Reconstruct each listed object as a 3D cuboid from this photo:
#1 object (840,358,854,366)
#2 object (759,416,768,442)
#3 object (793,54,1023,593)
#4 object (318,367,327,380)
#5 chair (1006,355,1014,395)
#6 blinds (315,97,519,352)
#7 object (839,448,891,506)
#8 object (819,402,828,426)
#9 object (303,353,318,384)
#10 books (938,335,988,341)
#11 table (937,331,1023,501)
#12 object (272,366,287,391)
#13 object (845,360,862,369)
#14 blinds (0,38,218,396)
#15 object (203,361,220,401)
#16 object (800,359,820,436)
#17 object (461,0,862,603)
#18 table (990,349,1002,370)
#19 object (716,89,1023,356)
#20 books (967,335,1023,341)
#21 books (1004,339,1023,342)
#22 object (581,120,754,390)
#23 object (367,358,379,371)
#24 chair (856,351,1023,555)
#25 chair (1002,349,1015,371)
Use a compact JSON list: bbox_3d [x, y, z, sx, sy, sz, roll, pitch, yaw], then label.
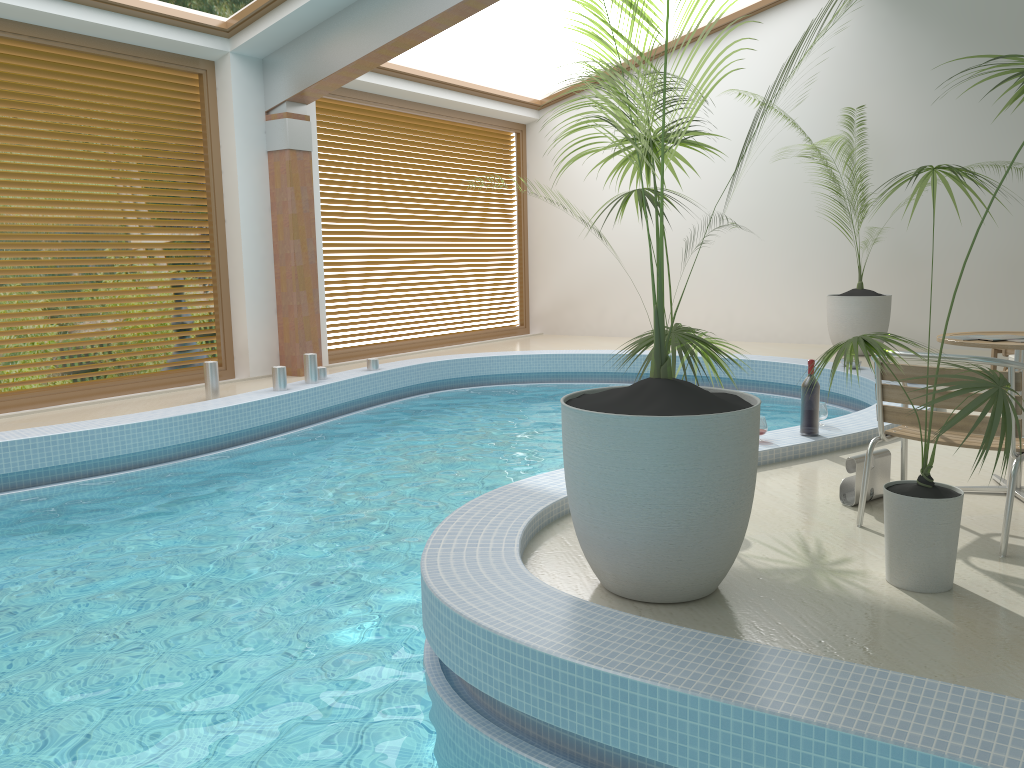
[{"bbox_3d":[3.060,-0.195,8.075,0.140,0.069,0.140,-1,8,3],"label":"object"},{"bbox_3d":[1.378,0.250,4.962,0.102,0.137,0.102,6,11,42],"label":"object"},{"bbox_3d":[1.456,-0.161,2.883,0.791,1.695,1.059,-4,9,-20],"label":"object"},{"bbox_3d":[-1.718,-0.097,7.950,0.115,0.107,0.115,-2,8,-7],"label":"object"},{"bbox_3d":[4.101,-0.140,5.278,1.903,0.866,0.861,1,8,12],"label":"chair"},{"bbox_3d":[-1.192,-1.946,11.309,0.095,2.921,4.414,4,10,34],"label":"blinds"},{"bbox_3d":[1.599,0.418,4.011,0.272,0.223,0.081,-7,10,-35],"label":"object"},{"bbox_3d":[1.863,0.180,5.377,0.102,0.137,0.102,6,11,42],"label":"object"},{"bbox_3d":[-1.747,-0.135,7.704,0.115,0.254,0.115,-3,8,-15],"label":"object"},{"bbox_3d":[2.086,-0.211,4.022,0.241,0.004,0.166,-3,8,-14],"label":"books"},{"bbox_3d":[2.304,0.149,4.036,0.700,0.720,0.700,-7,10,-36],"label":"table"},{"bbox_3d":[-1.917,-0.046,7.314,0.115,0.194,0.115,-3,8,-15],"label":"object"},{"bbox_3d":[3.038,-0.169,7.895,0.140,0.069,0.140,-1,8,3],"label":"object"},{"bbox_3d":[-4.096,-1.279,7.061,0.095,2.921,4.200,4,10,34],"label":"blinds"},{"bbox_3d":[-2.499,-0.026,7.383,0.115,0.320,0.115,-2,8,-7],"label":"object"},{"bbox_3d":[1.705,0.076,5.067,0.109,0.435,0.109,-4,9,-21],"label":"object"},{"bbox_3d":[0.559,-0.807,3.029,2.729,2.960,2.979,-8,10,-38],"label":"object"},{"bbox_3d":[4.410,-0.189,7.739,0.283,0.255,0.320,-2,8,-4],"label":"table"},{"bbox_3d":[3.828,-1.773,9.318,2.979,2.960,2.729,-1,8,-1],"label":"object"},{"bbox_3d":[2.182,-0.208,3.957,0.241,0.004,0.166,-3,8,-14],"label":"books"},{"bbox_3d":[2.270,-0.197,3.898,0.241,0.004,0.166,-3,8,-14],"label":"books"},{"bbox_3d":[0.651,-0.288,3.892,0.791,1.695,1.059,2,9,21],"label":"object"},{"bbox_3d":[-1.340,-0.189,8.542,0.115,0.107,0.115,-2,8,-7],"label":"object"},{"bbox_3d":[1.802,0.213,3.586,0.563,0.727,0.618,-9,11,-43],"label":"chair"},{"bbox_3d":[4.927,-0.381,6.845,1.903,0.866,0.861,-2,8,-4],"label":"chair"}]
